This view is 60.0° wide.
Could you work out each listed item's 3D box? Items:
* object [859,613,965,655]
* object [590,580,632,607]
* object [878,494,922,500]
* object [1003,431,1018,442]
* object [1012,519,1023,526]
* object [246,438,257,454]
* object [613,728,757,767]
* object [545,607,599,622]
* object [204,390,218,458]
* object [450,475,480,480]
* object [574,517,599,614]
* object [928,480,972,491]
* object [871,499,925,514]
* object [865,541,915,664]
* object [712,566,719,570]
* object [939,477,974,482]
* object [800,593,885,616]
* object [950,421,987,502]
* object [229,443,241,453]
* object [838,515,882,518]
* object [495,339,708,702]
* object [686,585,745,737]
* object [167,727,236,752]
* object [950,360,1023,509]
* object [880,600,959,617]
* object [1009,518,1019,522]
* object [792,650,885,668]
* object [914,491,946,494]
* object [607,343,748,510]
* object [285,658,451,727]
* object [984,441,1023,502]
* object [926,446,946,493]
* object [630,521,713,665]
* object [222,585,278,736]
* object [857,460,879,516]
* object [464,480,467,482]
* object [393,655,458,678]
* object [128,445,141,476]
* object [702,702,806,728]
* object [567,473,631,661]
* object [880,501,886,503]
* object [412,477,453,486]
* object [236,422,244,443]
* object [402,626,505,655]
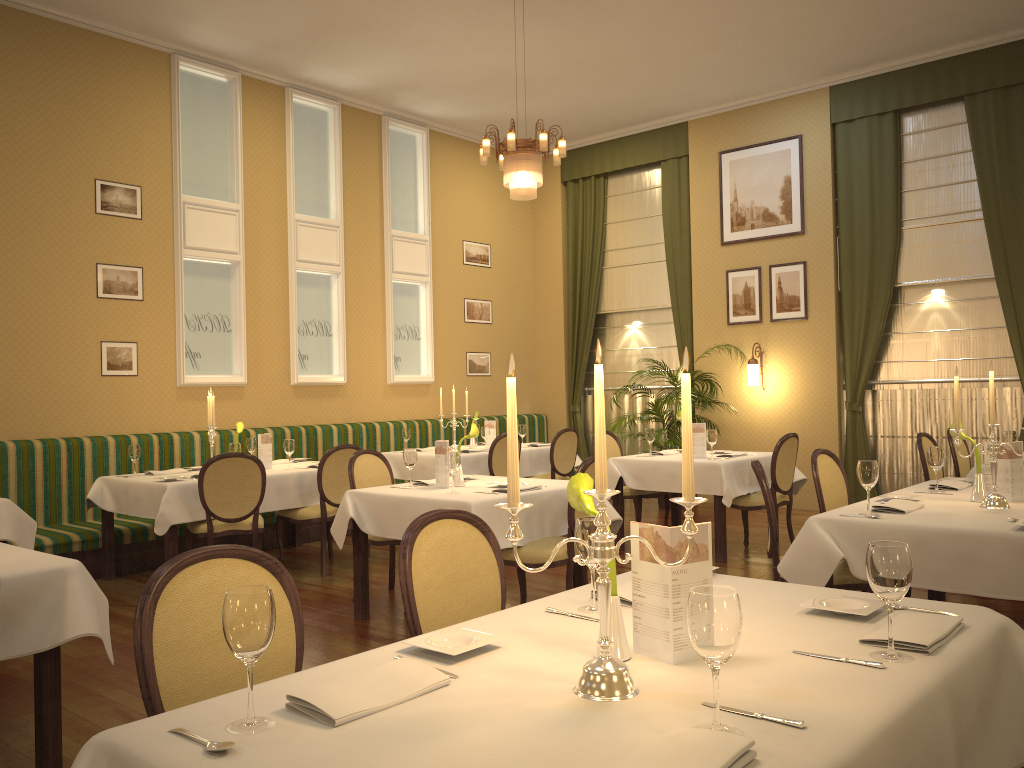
[{"bbox_3d":[0.877,0.540,1.939,0.142,0.024,0.273,-2,-1,41],"label":"object"},{"bbox_3d":[0.347,0.552,2.378,0.142,0.033,0.273,-2,-1,41],"label":"object"},{"bbox_3d":[1.824,0.540,4.171,0.160,0.024,0.160,-2,-1,41],"label":"object"},{"bbox_3d":[3.253,0.421,5.786,0.088,0.229,0.088,-1,-1,-1],"label":"object"},{"bbox_3d":[1.957,0.528,3.281,0.160,0.024,0.160,-2,-1,41],"label":"object"},{"bbox_3d":[-2.137,0.556,7.274,0.088,0.229,0.088,-1,-1,-7],"label":"object"},{"bbox_3d":[0.220,0.544,1.253,0.142,0.033,0.273,-2,-1,41],"label":"object"},{"bbox_3d":[0.156,0.563,2.161,0.185,0.010,0.017,-2,-1,42],"label":"object"},{"bbox_3d":[-2.268,0.344,6.689,0.131,0.655,0.390,-1,-1,-35],"label":"object"},{"bbox_3d":[-0.313,0.603,5.693,0.160,0.024,0.160,-2,-1,41],"label":"object"},{"bbox_3d":[0.202,0.453,2.231,0.088,0.229,0.088,-1,-1,-1],"label":"object"},{"bbox_3d":[2.297,0.531,4.646,0.142,0.033,0.273,-2,-1,41],"label":"object"},{"bbox_3d":[1.693,0.537,3.886,0.142,0.033,0.273,-2,-1,41],"label":"object"},{"bbox_3d":[0.761,0.436,1.787,0.088,0.229,0.088,-1,-1,-1],"label":"object"},{"bbox_3d":[0.500,0.554,2.602,0.160,0.024,0.160,-2,-1,41],"label":"object"},{"bbox_3d":[2.449,0.533,4.870,0.160,0.024,0.160,-2,-1,41],"label":"object"},{"bbox_3d":[0.803,0.542,2.142,0.160,0.024,0.160,-2,-1,41],"label":"object"},{"bbox_3d":[2.133,0.356,4.132,0.076,0.375,0.163,-1,-1,-27],"label":"object"},{"bbox_3d":[-2.015,0.545,6.456,0.088,0.229,0.088,-1,-1,-1],"label":"object"},{"bbox_3d":[1.450,0.547,3.693,0.181,0.015,0.038,-2,-1,42],"label":"object"},{"bbox_3d":[0.166,0.239,1.632,0.390,0.655,0.131,-1,-1,-15],"label":"object"},{"bbox_3d":[0.324,0.442,1.413,0.088,0.229,0.088,-1,-1,-7],"label":"object"},{"bbox_3d":[-0.500,0.568,1.426,0.181,0.015,0.038,-2,-1,42],"label":"object"},{"bbox_3d":[2.116,0.218,3.900,0.390,0.655,0.131,-1,-1,-15],"label":"object"},{"bbox_3d":[0.979,0.542,2.139,0.181,0.015,0.038,-2,-1,42],"label":"object"},{"bbox_3d":[2.022,0.532,3.431,0.181,0.015,0.038,-2,-1,42],"label":"object"},{"bbox_3d":[0.649,0.548,1.775,0.185,0.010,0.017,-2,-1,41],"label":"object"},{"bbox_3d":[2.106,0.542,4.429,0.185,0.010,0.017,-2,-1,42],"label":"object"},{"bbox_3d":[1.812,0.468,9.681,1.496,1.807,1.552,-2,-1,21],"label":"object"},{"bbox_3d":[-0.257,0.558,1.619,0.142,0.033,0.273,-2,-1,41],"label":"object"},{"bbox_3d":[2.274,0.403,4.075,0.166,0.277,0.081,-1,-1,12],"label":"object"},{"bbox_3d":[2.152,0.432,4.498,0.088,0.229,0.088,-1,-1,-1],"label":"object"},{"bbox_3d":[0.325,0.424,1.807,0.166,0.277,0.081,-1,-1,12],"label":"object"},{"bbox_3d":[-0.441,0.460,1.490,0.088,0.229,0.088,-1,-1,-1],"label":"object"},{"bbox_3d":[1.509,0.439,3.758,0.088,0.229,0.088,-1,-1,-1],"label":"object"},{"bbox_3d":[-0.345,0.607,5.585,0.181,0.015,0.038,-2,-1,42],"label":"object"},{"bbox_3d":[-0.172,0.566,1.779,0.185,0.010,0.017,-2,-1,42],"label":"object"},{"bbox_3d":[-2.780,0.563,6.533,0.088,0.229,0.088,-1,-1,-1],"label":"object"},{"bbox_3d":[0.400,0.551,1.485,0.185,0.010,0.017,-2,-1,41],"label":"object"},{"bbox_3d":[0.183,0.377,1.865,0.076,0.375,0.163,-1,-1,-27],"label":"object"},{"bbox_3d":[1.777,0.546,4.046,0.185,0.010,0.017,-2,-1,42],"label":"object"},{"bbox_3d":[-0.466,0.601,5.469,0.142,0.033,0.273,-2,-1,41],"label":"object"},{"bbox_3d":[-2.112,0.478,6.840,0.076,0.375,0.163,-1,-1,-27],"label":"object"},{"bbox_3d":[-0.125,0.561,1.903,0.160,0.024,0.160,-2,-1,41],"label":"object"}]
